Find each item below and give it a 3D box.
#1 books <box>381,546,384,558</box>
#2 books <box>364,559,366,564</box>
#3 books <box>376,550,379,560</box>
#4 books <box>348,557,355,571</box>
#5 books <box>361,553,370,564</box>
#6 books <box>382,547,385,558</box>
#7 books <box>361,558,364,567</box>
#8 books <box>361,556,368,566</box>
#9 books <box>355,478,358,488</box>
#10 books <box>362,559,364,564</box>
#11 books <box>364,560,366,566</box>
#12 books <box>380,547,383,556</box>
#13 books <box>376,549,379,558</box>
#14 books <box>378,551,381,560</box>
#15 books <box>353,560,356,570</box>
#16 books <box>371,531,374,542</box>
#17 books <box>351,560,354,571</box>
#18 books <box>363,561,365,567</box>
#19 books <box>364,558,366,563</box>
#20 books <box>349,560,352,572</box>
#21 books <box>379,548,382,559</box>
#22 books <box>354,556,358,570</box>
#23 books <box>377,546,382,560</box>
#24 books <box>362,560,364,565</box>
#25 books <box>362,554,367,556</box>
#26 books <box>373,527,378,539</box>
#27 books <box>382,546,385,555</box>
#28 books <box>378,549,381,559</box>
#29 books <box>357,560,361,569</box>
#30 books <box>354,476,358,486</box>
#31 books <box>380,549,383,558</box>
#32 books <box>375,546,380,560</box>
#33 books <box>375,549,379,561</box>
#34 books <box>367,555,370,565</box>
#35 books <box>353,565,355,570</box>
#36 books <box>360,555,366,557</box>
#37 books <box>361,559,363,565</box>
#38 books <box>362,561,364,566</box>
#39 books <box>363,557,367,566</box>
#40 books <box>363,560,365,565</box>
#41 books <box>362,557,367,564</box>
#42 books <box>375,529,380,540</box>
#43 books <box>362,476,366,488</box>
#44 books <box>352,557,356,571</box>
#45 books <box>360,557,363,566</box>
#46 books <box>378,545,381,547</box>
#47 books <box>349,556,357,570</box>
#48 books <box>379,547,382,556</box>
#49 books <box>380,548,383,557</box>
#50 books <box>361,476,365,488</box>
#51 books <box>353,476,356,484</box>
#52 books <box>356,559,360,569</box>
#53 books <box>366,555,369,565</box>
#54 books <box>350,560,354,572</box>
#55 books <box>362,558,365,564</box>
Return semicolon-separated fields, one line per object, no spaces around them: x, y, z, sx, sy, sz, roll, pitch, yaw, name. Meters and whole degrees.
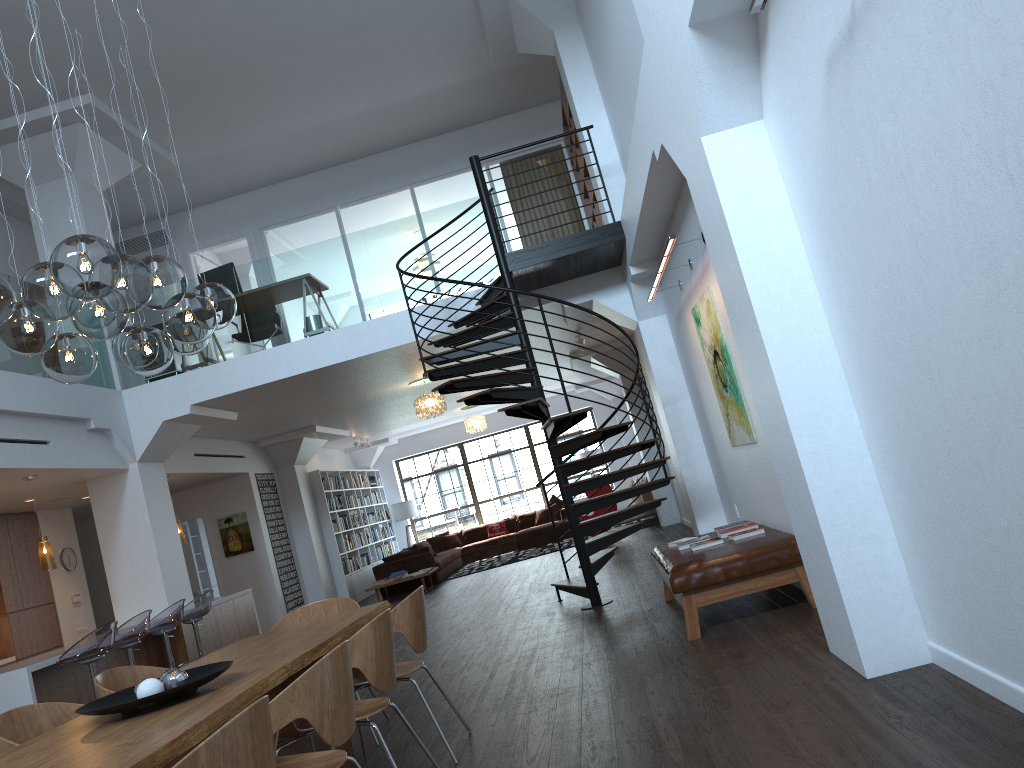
-2.740;3.489;18.253;0.183;0.253;0.034;-16;-7;3;books
-2.840;3.391;16.840;0.107;0.167;0.017;-16;-7;3;books
-2.775;3.463;17.822;0.161;0.223;0.026;-16;-7;3;books
-2.948;3.269;15.962;0.183;0.253;0.042;-16;-7;3;books
-2.836;3.397;17.174;0.140;0.231;0.042;-16;-7;3;books
-2.741;3.497;18.336;0.180;0.259;0.060;-16;-7;3;books
-2.869;3.372;16.665;0.128;0.178;0.021;-16;-7;3;books
-2.845;3.393;16.947;0.139;0.191;0.036;-16;-7;3;books
-3.188;2.002;17.750;0.161;0.223;0.032;-16;-7;3;books
-2.859;3.381;16.735;0.109;0.171;0.018;-16;-7;3;books
-2.841;3.391;16.815;0.106;0.162;0.032;-16;-7;3;books
-2.752;3.495;18.214;0.174;0.240;0.045;-16;-7;3;books
-2.784;3.465;17.855;0.168;0.231;0.037;-16;-7;3;books
-2.765;3.461;17.952;0.160;0.250;0.026;-16;-7;3;books
-2.937;3.282;16.073;0.160;0.251;0.039;-16;-7;3;books
-2.883;3.080;17.811;0.182;0.255;0.077;-16;-7;3;books
-2.935;3.287;15.922;0.161;0.223;0.030;-16;-7;3;books
-2.849;3.391;16.751;0.110;0.153;0.019;-16;-7;3;books
-2.847;3.395;16.862;0.122;0.169;0.023;-16;-7;3;books
-2.948;3.267;15.805;0.161;0.223;0.032;-16;-7;3;books
-2.762;3.472;18.060;0.183;0.253;0.034;-16;-7;3;books
-2.924;3.292;16.198;0.183;0.253;0.042;-16;-7;3;books
-2.771;3.450;18.019;0.176;0.290;0.053;-16;-7;3;books
-2.869;3.379;16.716;0.128;0.178;0.022;-16;-7;3;books
-2.850;3.408;17.128;0.144;0.207;0.048;-16;-7;3;books
-2.864;3.099;18.166;0.176;0.293;0.125;-16;-7;3;books
-2.733;3.504;18.377;0.160;0.250;0.026;-16;-7;3;books
-2.757;3.476;17.976;0.161;0.223;0.026;-16;-7;3;books
-2.898;3.327;16.341;0.161;0.207;0.135;-16;-7;3;books
-3.194;1.994;17.787;0.160;0.251;0.039;-16;-7;3;books
-2.753;3.483;18.137;0.171;0.246;0.057;-16;-7;3;books
-2.787;3.445;17.910;0.198;0.284;0.066;-16;-7;3;books
-2.790;3.454;17.789;0.174;0.240;0.045;-16;-7;3;books
-2.836;3.402;17.088;0.146;0.202;0.027;-16;-7;3;books
-2.939;3.288;15.996;0.161;0.223;0.033;-16;-7;3;books
-2.849;3.393;16.980;0.146;0.202;0.027;-16;-7;3;books
-2.869;3.370;16.643;0.128;0.178;0.022;-16;-7;3;books
-2.874;3.374;16.691;0.134;0.184;0.030;-16;-7;3;books
-2.845;3.396;16.890;0.126;0.173;0.032;-16;-7;3;books
-2.849;3.393;16.769;0.110;0.153;0.018;-16;-7;3;books
-2.843;3.396;16.917;0.128;0.178;0.021;-16;-7;3;books
-2.845;3.129;18.250;0.174;0.242;0.105;-16;-7;3;books
-3.143;2.052;18.405;0.183;0.253;0.034;-16;-7;3;books
-2.937;3.280;16.034;0.171;0.246;0.039;-16;-7;3;books
-2.880;3.359;16.624;0.127;0.200;0.020;-16;-7;3;books
-2.750;3.477;18.290;0.176;0.290;0.036;-16;-7;3;books
-2.937;3.283;16.113;0.180;0.259;0.042;-16;-7;3;books
-2.755;3.474;18.093;0.183;0.253;0.034;-16;-7;3;books
-2.745;3.497;18.178;0.161;0.223;0.027;-16;-7;3;books
-3.147;2.047;18.322;0.171;0.246;0.057;-16;-7;3;books
-3.203;1.988;17.721;0.160;0.251;0.031;-16;-7;3;books
-2.914;3.310;16.286;0.174;0.236;0.142;-16;-7;3;books
-2.838;3.393;17.007;0.146;0.202;0.027;-16;-7;3;books
-2.944;3.277;15.891;0.161;0.223;0.033;-16;-7;3;books
-2.850;3.389;16.789;0.120;0.167;0.020;-16;-7;3;books
